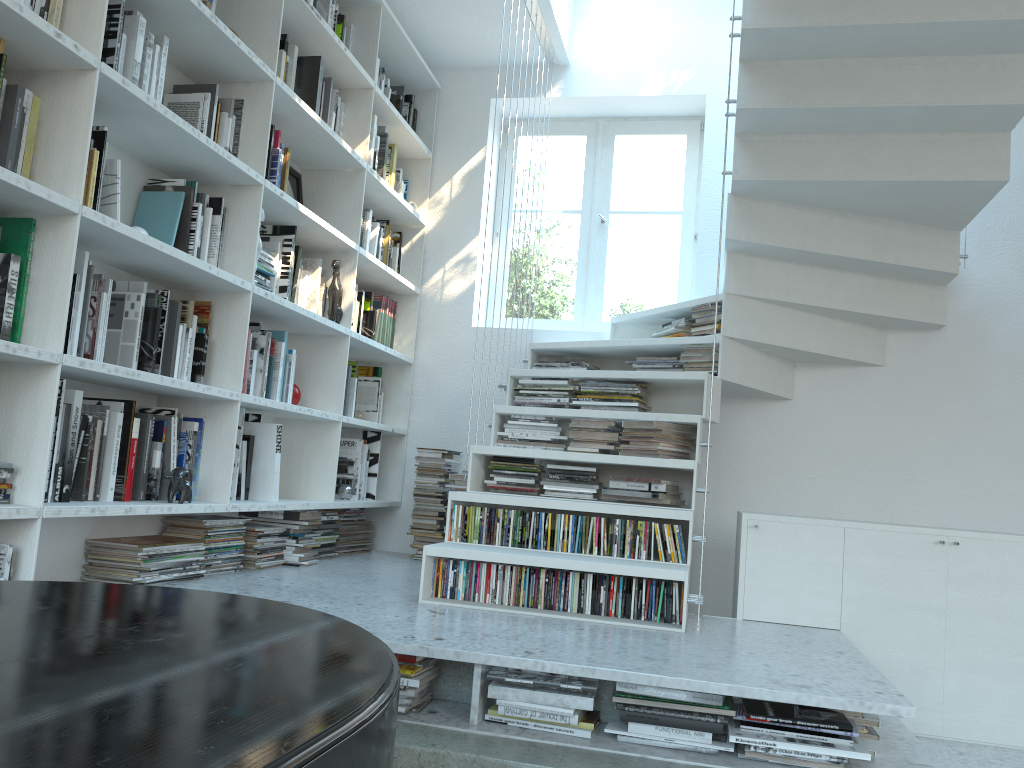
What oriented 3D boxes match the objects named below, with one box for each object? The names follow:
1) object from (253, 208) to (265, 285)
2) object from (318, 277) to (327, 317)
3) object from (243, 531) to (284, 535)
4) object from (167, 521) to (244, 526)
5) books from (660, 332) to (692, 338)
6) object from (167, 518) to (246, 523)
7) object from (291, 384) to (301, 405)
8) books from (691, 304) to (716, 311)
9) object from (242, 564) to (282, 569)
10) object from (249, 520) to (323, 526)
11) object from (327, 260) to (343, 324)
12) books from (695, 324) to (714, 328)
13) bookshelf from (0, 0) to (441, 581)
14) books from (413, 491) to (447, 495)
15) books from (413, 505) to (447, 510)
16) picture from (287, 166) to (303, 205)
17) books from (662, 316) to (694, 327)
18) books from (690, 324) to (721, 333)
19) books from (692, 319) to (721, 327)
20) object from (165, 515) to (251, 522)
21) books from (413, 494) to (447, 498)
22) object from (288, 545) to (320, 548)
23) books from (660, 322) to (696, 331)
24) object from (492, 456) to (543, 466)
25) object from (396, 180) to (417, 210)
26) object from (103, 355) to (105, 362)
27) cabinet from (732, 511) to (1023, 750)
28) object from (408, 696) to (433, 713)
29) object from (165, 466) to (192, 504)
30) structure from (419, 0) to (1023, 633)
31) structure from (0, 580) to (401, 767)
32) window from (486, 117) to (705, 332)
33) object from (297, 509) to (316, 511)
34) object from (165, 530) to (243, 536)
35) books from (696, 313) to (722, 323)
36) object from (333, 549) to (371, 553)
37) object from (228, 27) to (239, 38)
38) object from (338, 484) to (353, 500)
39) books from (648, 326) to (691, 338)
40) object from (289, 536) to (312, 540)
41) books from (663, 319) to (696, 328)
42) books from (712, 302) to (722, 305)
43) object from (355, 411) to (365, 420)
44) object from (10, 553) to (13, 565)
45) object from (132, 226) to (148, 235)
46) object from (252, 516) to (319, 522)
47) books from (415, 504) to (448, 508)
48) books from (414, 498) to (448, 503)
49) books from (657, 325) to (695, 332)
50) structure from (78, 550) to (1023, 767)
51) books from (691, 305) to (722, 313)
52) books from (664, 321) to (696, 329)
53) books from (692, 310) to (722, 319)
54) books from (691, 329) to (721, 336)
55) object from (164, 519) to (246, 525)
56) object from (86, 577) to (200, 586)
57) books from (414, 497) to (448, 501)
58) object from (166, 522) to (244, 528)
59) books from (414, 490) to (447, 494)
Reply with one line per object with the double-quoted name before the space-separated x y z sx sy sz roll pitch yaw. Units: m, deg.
"object" -0.892 -0.470 3.052 0.087 0.288 0.075 10 -7 -42
"object" -0.890 -0.353 3.795 0.179 0.211 0.022 3 -6 13
"object" -1.021 0.580 3.532 0.207 0.008 0.328 3 -6 13
"object" -1.096 0.496 3.177 0.161 0.005 0.254 3 -6 13
"books" 0.803 -0.207 4.072 0.184 0.008 0.216 7 -7 -22
"object" -1.093 0.486 3.177 0.161 0.005 0.254 3 -6 14
"object" -0.926 0.047 3.641 0.115 0.116 0.115 6 -6 -9
"books" 0.923 -0.313 3.861 0.261 0.016 0.129 8 -7 -26
"object" -1.031 0.709 3.520 0.207 0.008 0.328 3 -6 13
"object" -0.944 0.570 3.665 0.295 0.004 0.145 3 -6 11
"object" -0.753 -0.381 3.766 0.087 0.288 0.075 10 -7 -42
"books" 0.920 -0.235 3.847 0.210 0.009 0.133 7 -7 -23
"bookshelf" -1.339 -0.433 1.578 0.330 3.138 6.306 3 -6 13
"books" -0.376 0.534 4.333 0.155 0.005 0.223 3 -6 15
"books" -0.380 0.600 4.326 0.159 0.010 0.197 3 -6 11
"picture" -0.949 -0.783 3.708 0.077 0.299 0.300 3 -6 13
"books" 0.831 -0.278 4.086 0.157 0.014 0.300 6 -7 -17
"books" 0.927 -0.223 3.831 0.250 0.017 0.181 8 -7 -27
"books" 0.930 -0.245 3.832 0.256 0.010 0.163 8 -7 -32
"object" -1.084 0.481 3.176 0.159 0.005 0.285 3 -7 18
"books" -0.400 0.548 4.336 0.115 0.015 0.187 3 -6 14
"object" -0.950 0.656 3.661 0.293 0.007 0.132 3 -6 16
"books" 0.815 -0.248 4.079 0.175 0.012 0.265 6 -6 -15
"object" 0.025 0.303 3.506 0.174 0.025 0.161 3 -6 17
"object" -0.563 -0.951 4.517 0.095 0.136 0.204 1 -7 29
"object" -1.191 -0.076 2.508 0.071 0.072 0.071 8 -7 -28
"cabinet" 1.301 0.830 3.143 0.993 0.667 0.552 3 -6 13
"object" -0.348 0.800 2.259 0.266 0.010 0.145 4 -6 9
"object" -1.013 0.308 2.699 0.064 0.114 0.161 4 -6 0
"structure" 0.794 -0.570 3.047 1.954 3.378 2.617 3 -6 13
"structure" -0.556 0.660 0.529 1.334 0.832 1.921 3 -6 13
"window" 0.441 -0.841 4.760 1.117 1.225 0.042 3 -6 13
"object" -0.937 0.510 3.682 0.210 0.015 0.130 3 -6 12
"object" -1.099 0.528 3.170 0.161 0.005 0.254 3 -6 13
"books" 0.934 -0.264 3.827 0.213 0.028 0.191 7 -7 -25
"object" -0.864 0.799 4.290 0.205 0.007 0.368 2 -7 23
"object" -0.957 -1.136 2.951 0.100 0.101 0.101 6 -6 -9
"object" -0.769 0.500 4.099 0.071 0.072 0.071 8 -7 -28
"books" 0.787 -0.227 4.068 0.226 0.013 0.284 6 -6 -14
"object" -0.946 0.625 3.670 0.199 0.015 0.134 3 -6 13
"books" 0.830 -0.269 4.085 0.157 0.005 0.268 6 -7 -17
"books" 0.933 -0.329 3.845 0.227 0.014 0.160 7 -7 -24
"object" -0.782 0.175 4.504 0.071 0.072 0.071 8 -7 -28
"object" -1.254 0.523 2.093 0.142 0.260 0.011 3 -6 13
"object" -1.110 -0.429 2.620 0.071 0.072 0.071 8 -7 -28
"object" -0.944 0.553 3.665 0.259 0.005 0.142 3 -7 17
"books" -0.372 0.592 4.325 0.166 0.007 0.216 4 -6 9
"books" -0.390 0.570 4.332 0.134 0.014 0.188 3 -6 11
"books" 0.805 -0.237 4.075 0.184 0.013 0.230 7 -7 -22
"structure" 0.260 1.072 2.836 3.112 0.658 2.903 3 -6 13
"books" 0.937 -0.301 3.831 0.283 0.012 0.175 8 -7 -32
"books" 0.822 -0.260 4.082 0.173 0.014 0.196 6 -7 -17
"books" 0.922 -0.285 3.858 0.250 0.017 0.135 8 -7 -27
"books" 0.919 -0.206 3.843 0.247 0.015 0.142 8 -7 -29
"object" -1.096 0.491 3.177 0.159 0.005 0.285 3 -6 13
"object" -1.170 0.623 2.830 0.193 0.007 0.346 4 -6 8
"books" -0.384 0.560 4.331 0.151 0.007 0.184 3 -6 13
"object" -1.096 0.502 3.176 0.161 0.005 0.254 3 -6 13
"books" -0.393 0.527 4.337 0.115 0.008 0.187 3 -7 17
